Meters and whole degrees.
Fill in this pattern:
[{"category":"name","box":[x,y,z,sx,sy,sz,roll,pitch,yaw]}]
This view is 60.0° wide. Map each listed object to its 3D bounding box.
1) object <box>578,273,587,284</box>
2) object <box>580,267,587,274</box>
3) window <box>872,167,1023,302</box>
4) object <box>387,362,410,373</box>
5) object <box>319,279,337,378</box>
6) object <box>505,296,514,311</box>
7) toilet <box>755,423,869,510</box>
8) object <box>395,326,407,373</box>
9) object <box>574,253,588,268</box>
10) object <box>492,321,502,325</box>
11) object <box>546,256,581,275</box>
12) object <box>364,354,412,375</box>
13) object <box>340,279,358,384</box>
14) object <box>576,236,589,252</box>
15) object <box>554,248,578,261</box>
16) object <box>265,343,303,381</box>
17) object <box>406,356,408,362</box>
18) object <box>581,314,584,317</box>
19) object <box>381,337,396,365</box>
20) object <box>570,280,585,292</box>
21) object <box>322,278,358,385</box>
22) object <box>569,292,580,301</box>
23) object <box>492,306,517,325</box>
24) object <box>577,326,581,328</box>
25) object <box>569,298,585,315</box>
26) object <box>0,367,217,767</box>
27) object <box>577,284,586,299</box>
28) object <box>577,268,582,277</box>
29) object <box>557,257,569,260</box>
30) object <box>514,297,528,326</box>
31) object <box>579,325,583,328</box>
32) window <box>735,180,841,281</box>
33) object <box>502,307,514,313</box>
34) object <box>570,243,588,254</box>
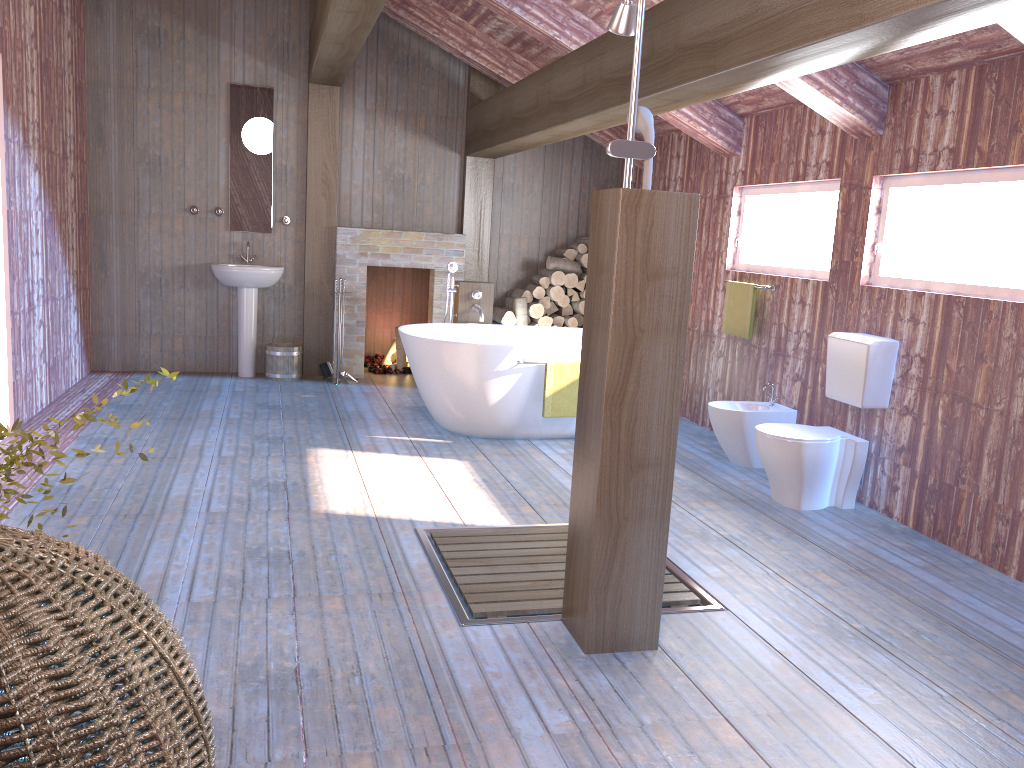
[{"category":"object","box":[0.636,-0.969,8.093,0.102,0.109,0.438,1,10,-15]},{"category":"object","box":[0.716,-1.045,8.105,0.143,0.151,0.440,1,10,-15]},{"category":"window","box":[2.158,-0.717,4.219,0.054,0.587,1.255,1,10,-15]},{"category":"object","box":[-1.056,-0.159,8.323,0.085,0.084,0.278,9,11,30]},{"category":"object","box":[-1.549,-0.464,7.471,0.136,0.846,0.062,-3,11,-34]},{"category":"object","box":[0.021,-0.731,8.086,0.108,0.113,0.302,1,10,-15]},{"category":"toilet","box":[1.536,0.443,4.718,0.534,0.400,0.375,1,10,-15]},{"category":"object","box":[-1.037,-0.319,8.289,0.098,0.434,0.283,0,10,-17]},{"category":"object","box":[0.622,-1.138,8.081,0.139,0.148,0.458,1,10,-15]},{"category":"object","box":[-0.099,-0.480,7.983,0.137,0.133,0.437,0,10,-17]},{"category":"object","box":[0.458,-1.058,7.924,0.302,0.157,0.121,1,10,-14]},{"category":"object","box":[-1.121,-0.199,8.624,0.829,0.085,0.935,-3,11,-33]},{"category":"object","box":[-1.405,-0.447,7.500,0.206,0.871,0.126,8,11,27]},{"category":"object","box":[0.713,-1.273,8.081,0.135,0.139,0.456,1,10,-14]},{"category":"object","box":[0.489,-1.180,8.119,0.140,0.121,0.319,1,10,-14]},{"category":"object","box":[-1.943,-0.188,7.549,0.309,0.290,0.308,3,10,-5]},{"category":"object","box":[-0.993,-0.342,8.537,0.140,0.459,0.266,4,9,2]},{"category":"object","box":[0.713,-0.625,8.155,0.114,0.113,0.301,0,10,-18]},{"category":"object","box":[-1.136,-0.293,8.441,0.221,0.306,0.121,5,10,12]},{"category":"object","box":[0.546,-0.900,8.081,0.109,0.124,0.424,1,10,-16]},{"category":"object","box":[-1.494,-0.462,7.540,0.276,0.888,0.333,8,11,26]},{"category":"object","box":[0.543,-0.813,8.104,0.085,0.096,0.280,1,10,-14]},{"category":"object","box":[-0.089,-0.611,7.973,0.139,0.137,0.455,0,10,-17]},{"category":"object","box":[0.610,-0.470,8.179,0.115,0.112,0.423,1,10,-15]},{"category":"object","box":[0.600,-0.721,8.132,0.141,0.143,0.437,0,10,-17]},{"category":"object","box":[-1.000,0.504,1.477,0.972,1.073,0.970,-3,12,-35]},{"category":"object","box":[0.649,-0.843,8.124,0.136,0.157,0.439,1,10,-14]},{"category":"object","box":[0.545,-1.049,8.159,0.121,0.124,0.291,1,10,-14]},{"category":"object","box":[0.433,-1.097,8.118,0.113,0.130,0.291,1,10,-14]},{"category":"object","box":[0.080,-0.616,7.828,0.147,0.298,0.109,1,10,-13]},{"category":"object","box":[0.709,-0.518,8.169,0.116,0.117,0.289,0,10,-18]},{"category":"window","box":[1.780,-0.988,5.694,0.054,0.587,1.255,1,10,-15]},{"category":"object","box":[-0.023,-0.650,8.087,0.099,0.093,0.280,1,10,-14]},{"category":"object","box":[0.603,-1.230,8.029,0.094,0.097,0.227,1,10,-14]}]
